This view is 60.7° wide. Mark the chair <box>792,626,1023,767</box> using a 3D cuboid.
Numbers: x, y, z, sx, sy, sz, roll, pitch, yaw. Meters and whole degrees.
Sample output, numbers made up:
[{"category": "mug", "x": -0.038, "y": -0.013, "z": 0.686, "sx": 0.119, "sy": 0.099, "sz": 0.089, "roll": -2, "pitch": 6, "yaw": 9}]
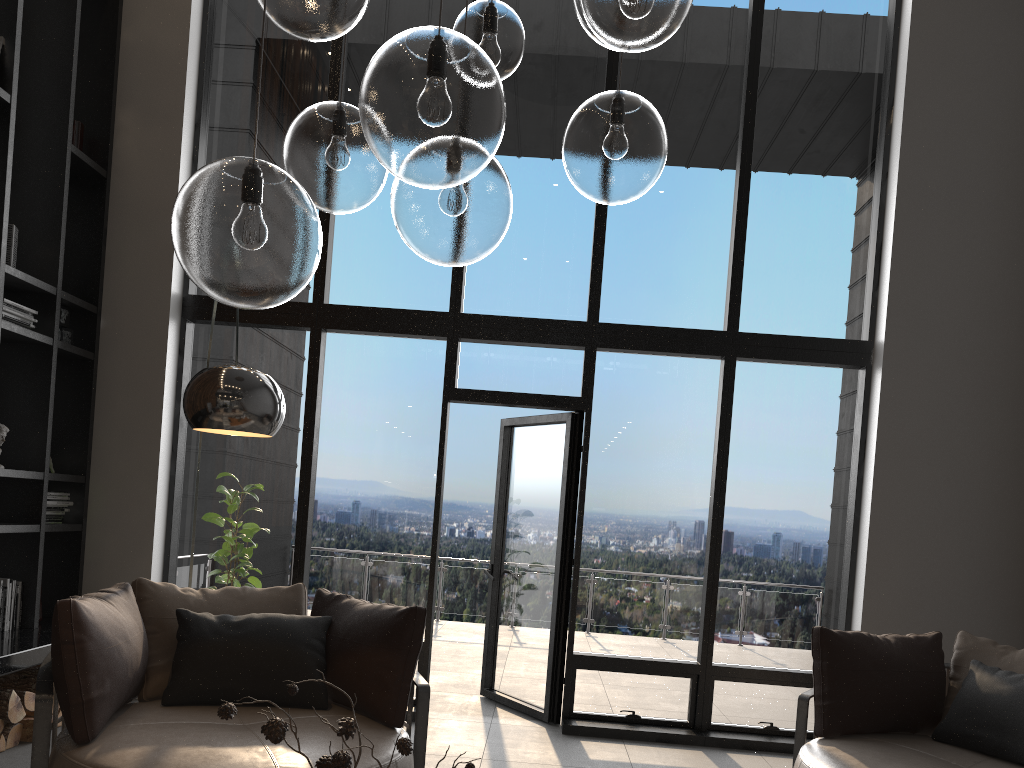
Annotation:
[{"category": "chair", "x": 1.946, "y": 1.547, "z": 3.675, "sx": 1.439, "sy": 0.896, "sz": 1.499, "roll": 2, "pitch": -6, "yaw": 19}]

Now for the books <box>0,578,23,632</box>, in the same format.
[{"category": "books", "x": -2.815, "y": 1.186, "z": 4.708, "sx": 0.174, "sy": 0.286, "sz": 0.335, "roll": 4, "pitch": -5, "yaw": 3}]

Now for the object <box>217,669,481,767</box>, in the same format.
[{"category": "object", "x": -0.366, "y": 0.879, "z": 1.737, "sx": 0.545, "sy": 0.602, "sz": 0.316, "roll": 6, "pitch": -2, "yaw": -27}]

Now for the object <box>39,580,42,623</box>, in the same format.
[{"category": "object", "x": -2.768, "y": 1.255, "z": 5.085, "sx": 0.081, "sy": 0.265, "sz": 0.082, "roll": 4, "pitch": 0, "yaw": 24}]

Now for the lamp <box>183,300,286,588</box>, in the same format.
[{"category": "lamp", "x": -1.249, "y": 0.585, "z": 3.661, "sx": 0.321, "sy": 2.327, "sz": 2.035, "roll": 4, "pitch": -3, "yaw": -21}]

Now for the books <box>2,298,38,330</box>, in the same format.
[{"category": "books", "x": -2.699, "y": -0.362, "z": 4.629, "sx": 0.218, "sy": 0.128, "sz": 0.326, "roll": 4, "pitch": -7, "yaw": 2}]

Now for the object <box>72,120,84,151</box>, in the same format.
[{"category": "object", "x": -2.592, "y": -1.426, "z": 5.164, "sx": 0.102, "sy": 0.229, "sz": 0.101, "roll": 5, "pitch": -1, "yaw": -13}]

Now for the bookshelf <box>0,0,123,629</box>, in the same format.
[{"category": "bookshelf", "x": -2.636, "y": -1.330, "z": 4.597, "sx": 0.338, "sy": 5.305, "sz": 1.459, "roll": 4, "pitch": 0, "yaw": 3}]

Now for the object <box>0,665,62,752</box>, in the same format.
[{"category": "object", "x": -2.579, "y": 1.428, "z": 3.284, "sx": 0.435, "sy": 0.387, "sz": 4.080, "roll": 4, "pitch": -8, "yaw": 4}]

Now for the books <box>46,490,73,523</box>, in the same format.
[{"category": "books", "x": -2.766, "y": 0.712, "z": 5.103, "sx": 0.217, "sy": 0.189, "sz": 0.377, "roll": 4, "pitch": -7, "yaw": 3}]

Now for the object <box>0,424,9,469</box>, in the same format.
[{"category": "object", "x": -2.755, "y": 0.325, "z": 4.627, "sx": 0.136, "sy": 0.244, "sz": 0.139, "roll": 3, "pitch": -2, "yaw": 43}]

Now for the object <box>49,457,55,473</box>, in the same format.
[{"category": "object", "x": -2.775, "y": 0.378, "z": 5.110, "sx": 0.131, "sy": 0.280, "sz": 0.253, "roll": 4, "pitch": -3, "yaw": -5}]

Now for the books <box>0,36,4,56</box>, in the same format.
[{"category": "books", "x": -2.614, "y": -1.609, "z": 4.146, "sx": 0.185, "sy": 0.298, "sz": 0.370, "roll": 4, "pitch": -5, "yaw": 3}]

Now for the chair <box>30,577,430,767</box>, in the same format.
[{"category": "chair", "x": -1.084, "y": 1.291, "z": 3.508, "sx": 1.476, "sy": 0.896, "sz": 1.461, "roll": 1, "pitch": -7, "yaw": 29}]

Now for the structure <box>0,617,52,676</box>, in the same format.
[{"category": "structure", "x": -2.790, "y": 1.171, "z": 2.100, "sx": 0.666, "sy": 0.455, "sz": 6.597, "roll": 4, "pitch": -8, "yaw": 3}]

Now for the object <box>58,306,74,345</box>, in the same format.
[{"category": "object", "x": -2.637, "y": -0.336, "z": 5.113, "sx": 0.059, "sy": 0.232, "sz": 0.189, "roll": 4, "pitch": -3, "yaw": 5}]

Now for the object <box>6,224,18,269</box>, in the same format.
[{"category": "object", "x": -2.679, "y": -0.706, "z": 4.618, "sx": 0.105, "sy": 0.259, "sz": 0.104, "roll": 5, "pitch": -1, "yaw": -18}]

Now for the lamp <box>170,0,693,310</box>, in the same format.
[{"category": "lamp", "x": 0.054, "y": -2.547, "z": 1.690, "sx": 1.232, "sy": 4.988, "sz": 1.230, "roll": 4, "pitch": 0, "yaw": -1}]
